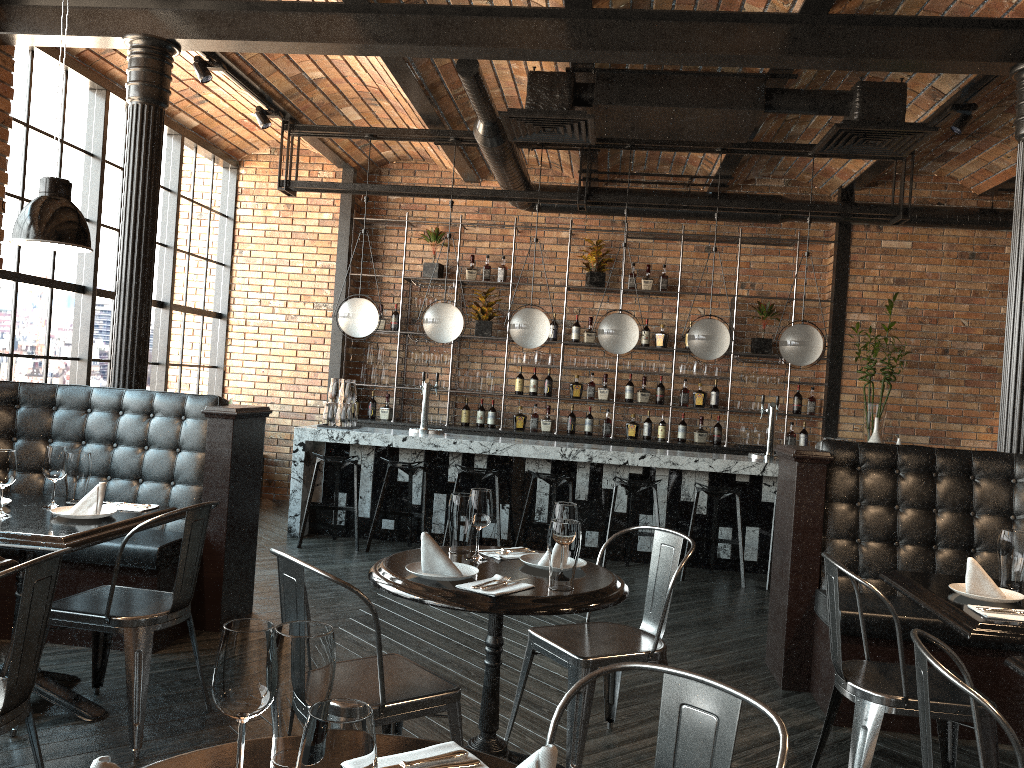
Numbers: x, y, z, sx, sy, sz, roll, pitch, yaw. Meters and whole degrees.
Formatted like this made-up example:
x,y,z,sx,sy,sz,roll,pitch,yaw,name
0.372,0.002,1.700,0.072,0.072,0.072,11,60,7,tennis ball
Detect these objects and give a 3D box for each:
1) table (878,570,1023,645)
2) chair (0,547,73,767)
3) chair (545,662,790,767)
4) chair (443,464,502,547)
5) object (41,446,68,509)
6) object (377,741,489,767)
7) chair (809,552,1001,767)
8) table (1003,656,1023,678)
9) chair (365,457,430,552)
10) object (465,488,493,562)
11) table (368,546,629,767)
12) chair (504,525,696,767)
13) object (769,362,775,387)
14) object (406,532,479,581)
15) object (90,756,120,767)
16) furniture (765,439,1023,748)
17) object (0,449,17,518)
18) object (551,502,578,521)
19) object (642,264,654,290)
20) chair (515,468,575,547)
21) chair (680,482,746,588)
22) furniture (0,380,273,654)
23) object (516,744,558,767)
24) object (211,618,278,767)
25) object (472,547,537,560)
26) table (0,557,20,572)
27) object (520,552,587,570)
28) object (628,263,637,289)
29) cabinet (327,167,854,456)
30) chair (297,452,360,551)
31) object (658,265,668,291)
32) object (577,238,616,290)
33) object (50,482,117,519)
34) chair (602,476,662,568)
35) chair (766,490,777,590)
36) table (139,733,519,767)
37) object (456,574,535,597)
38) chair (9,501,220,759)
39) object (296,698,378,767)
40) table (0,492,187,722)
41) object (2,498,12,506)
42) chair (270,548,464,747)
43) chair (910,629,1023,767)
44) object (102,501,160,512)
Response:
x,y,z,sx,sy,sz,roll,pitch,yaw,name
1.803,1.122,3.008,0.872,0.758,0.872,4,0,6,table
-1.495,0.847,2.290,0.558,0.857,0.504,4,0,1,chair
0.136,0.959,1.470,0.558,0.857,0.504,4,0,-44,chair
-0.284,0.986,6.923,0.475,0.737,0.414,4,0,1,chair
-1.823,0.371,3.533,0.092,0.244,0.092,4,0,-33,object
-0.158,0.600,1.373,0.255,0.019,0.157,4,0,-34,object
1.332,1.040,3.027,0.558,0.857,0.504,4,0,6,chair
1.688,1.115,1.910,0.872,0.758,0.872,4,0,6,table
-0.843,0.948,6.982,0.475,0.737,0.414,4,0,11,chair
-0.115,0.489,3.085,0.092,0.244,0.092,4,0,5,object
-0.068,0.994,2.973,0.866,0.758,0.866,4,0,-30,table
0.348,0.972,3.297,0.558,0.857,0.504,4,0,-29,chair
2.655,-0.094,8.994,0.092,0.244,0.092,4,0,-45,object
-0.217,0.541,2.803,0.232,0.139,0.232,4,0,-40,object
-0.444,0.526,1.098,0.232,0.139,0.232,4,0,2,object
2.046,0.912,1.887,1.979,1.212,5.451,4,0,6,furniture
-1.883,0.367,3.277,0.092,0.244,0.092,4,0,-33,object
0.166,0.508,2.870,0.092,0.244,0.092,4,0,5,object
1.389,-1.082,9.061,0.123,0.279,0.123,4,0,10,object
0.292,1.026,6.862,0.475,0.737,0.414,4,0,16,chair
1.543,1.112,6.730,0.475,0.737,0.414,4,0,11,chair
-2.649,0.590,2.386,1.979,1.212,5.451,4,0,6,furniture
-0.015,0.556,1.219,0.232,0.139,0.232,4,0,-39,object
-0.389,0.471,1.286,0.092,0.244,0.092,4,0,-31,object
-0.022,0.609,3.211,0.255,0.019,0.157,4,0,-34,object
-1.998,0.863,2.314,0.872,0.758,0.872,4,0,6,table
0.146,0.565,3.063,0.232,0.139,0.232,4,0,-24,object
1.234,-1.095,9.076,0.083,0.282,0.083,4,0,6,object
-0.191,-0.470,9.183,7.075,3.779,0.564,4,0,6,cabinet
-1.410,0.909,7.042,0.475,0.737,0.414,4,0,-4,chair
1.545,-1.074,9.043,0.083,0.282,0.083,4,0,-9,object
0.859,-1.243,9.153,0.425,0.526,0.430,4,0,8,object
-1.643,0.442,3.412,0.232,0.139,0.232,4,0,3,object
0.928,1.070,6.795,0.475,0.737,0.414,4,0,1,chair
2.122,1.151,6.669,0.475,0.737,0.414,4,0,1,chair
-0.260,0.982,1.148,0.866,0.758,0.866,4,0,-30,table
-0.037,0.608,2.706,0.157,0.019,0.255,4,0,36,object
-1.443,0.850,3.334,0.558,0.857,0.504,4,0,11,chair
-0.199,0.484,0.987,0.092,0.244,0.092,4,0,3,object
-1.882,0.870,3.412,0.872,0.758,0.872,4,0,6,table
-2.083,0.412,3.464,0.232,0.139,0.232,4,0,0,object
-0.445,0.918,2.652,0.558,0.857,0.504,4,0,-39,chair
1.161,1.029,1.958,0.558,0.857,0.504,4,0,16,chair
-1.609,0.500,3.666,0.255,0.019,0.157,4,0,6,object
